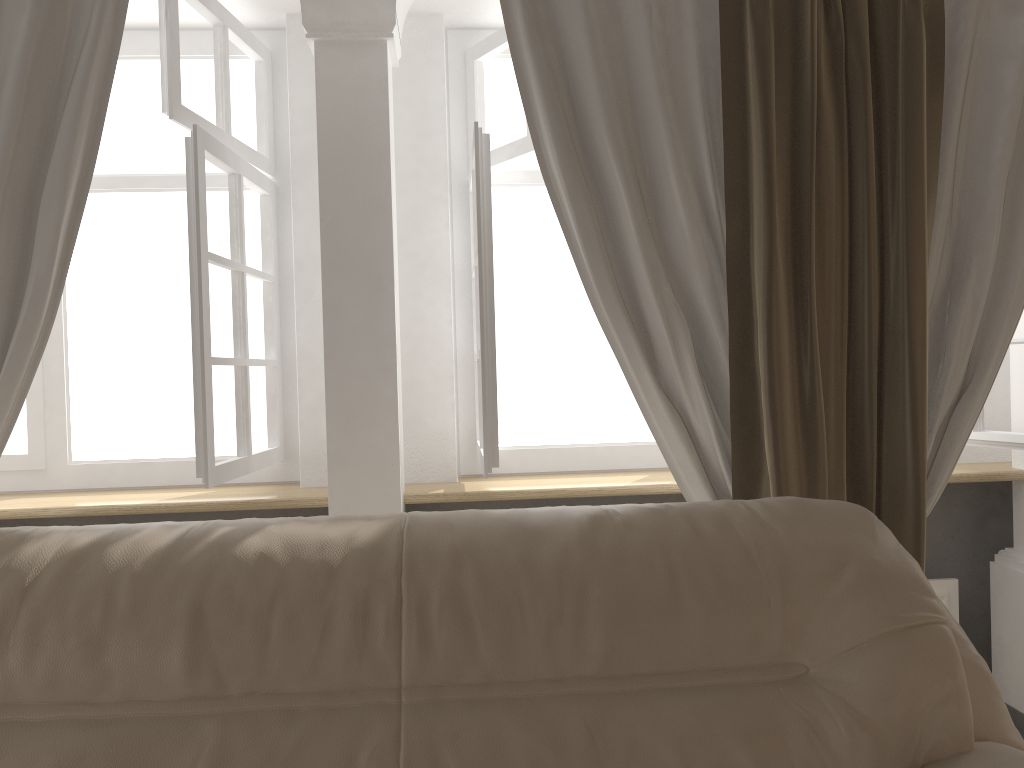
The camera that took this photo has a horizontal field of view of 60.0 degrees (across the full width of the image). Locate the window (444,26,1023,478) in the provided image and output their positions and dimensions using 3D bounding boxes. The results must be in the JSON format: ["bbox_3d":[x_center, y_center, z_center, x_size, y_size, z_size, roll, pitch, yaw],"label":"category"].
[{"bbox_3d":[0.698,-0.457,2.727,1.759,1.500,0.784,-2,1,-5],"label":"window"}]

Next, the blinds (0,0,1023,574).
[{"bbox_3d":[0.662,-0.051,2.142,5.765,2.294,0.285,-2,1,-4],"label":"blinds"}]

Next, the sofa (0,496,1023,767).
[{"bbox_3d":[-0.156,0.688,1.256,2.135,0.900,1.051,-2,1,-4],"label":"sofa"}]

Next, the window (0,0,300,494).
[{"bbox_3d":[-1.480,-0.393,2.566,1.600,1.500,0.781,-2,1,-4],"label":"window"}]
